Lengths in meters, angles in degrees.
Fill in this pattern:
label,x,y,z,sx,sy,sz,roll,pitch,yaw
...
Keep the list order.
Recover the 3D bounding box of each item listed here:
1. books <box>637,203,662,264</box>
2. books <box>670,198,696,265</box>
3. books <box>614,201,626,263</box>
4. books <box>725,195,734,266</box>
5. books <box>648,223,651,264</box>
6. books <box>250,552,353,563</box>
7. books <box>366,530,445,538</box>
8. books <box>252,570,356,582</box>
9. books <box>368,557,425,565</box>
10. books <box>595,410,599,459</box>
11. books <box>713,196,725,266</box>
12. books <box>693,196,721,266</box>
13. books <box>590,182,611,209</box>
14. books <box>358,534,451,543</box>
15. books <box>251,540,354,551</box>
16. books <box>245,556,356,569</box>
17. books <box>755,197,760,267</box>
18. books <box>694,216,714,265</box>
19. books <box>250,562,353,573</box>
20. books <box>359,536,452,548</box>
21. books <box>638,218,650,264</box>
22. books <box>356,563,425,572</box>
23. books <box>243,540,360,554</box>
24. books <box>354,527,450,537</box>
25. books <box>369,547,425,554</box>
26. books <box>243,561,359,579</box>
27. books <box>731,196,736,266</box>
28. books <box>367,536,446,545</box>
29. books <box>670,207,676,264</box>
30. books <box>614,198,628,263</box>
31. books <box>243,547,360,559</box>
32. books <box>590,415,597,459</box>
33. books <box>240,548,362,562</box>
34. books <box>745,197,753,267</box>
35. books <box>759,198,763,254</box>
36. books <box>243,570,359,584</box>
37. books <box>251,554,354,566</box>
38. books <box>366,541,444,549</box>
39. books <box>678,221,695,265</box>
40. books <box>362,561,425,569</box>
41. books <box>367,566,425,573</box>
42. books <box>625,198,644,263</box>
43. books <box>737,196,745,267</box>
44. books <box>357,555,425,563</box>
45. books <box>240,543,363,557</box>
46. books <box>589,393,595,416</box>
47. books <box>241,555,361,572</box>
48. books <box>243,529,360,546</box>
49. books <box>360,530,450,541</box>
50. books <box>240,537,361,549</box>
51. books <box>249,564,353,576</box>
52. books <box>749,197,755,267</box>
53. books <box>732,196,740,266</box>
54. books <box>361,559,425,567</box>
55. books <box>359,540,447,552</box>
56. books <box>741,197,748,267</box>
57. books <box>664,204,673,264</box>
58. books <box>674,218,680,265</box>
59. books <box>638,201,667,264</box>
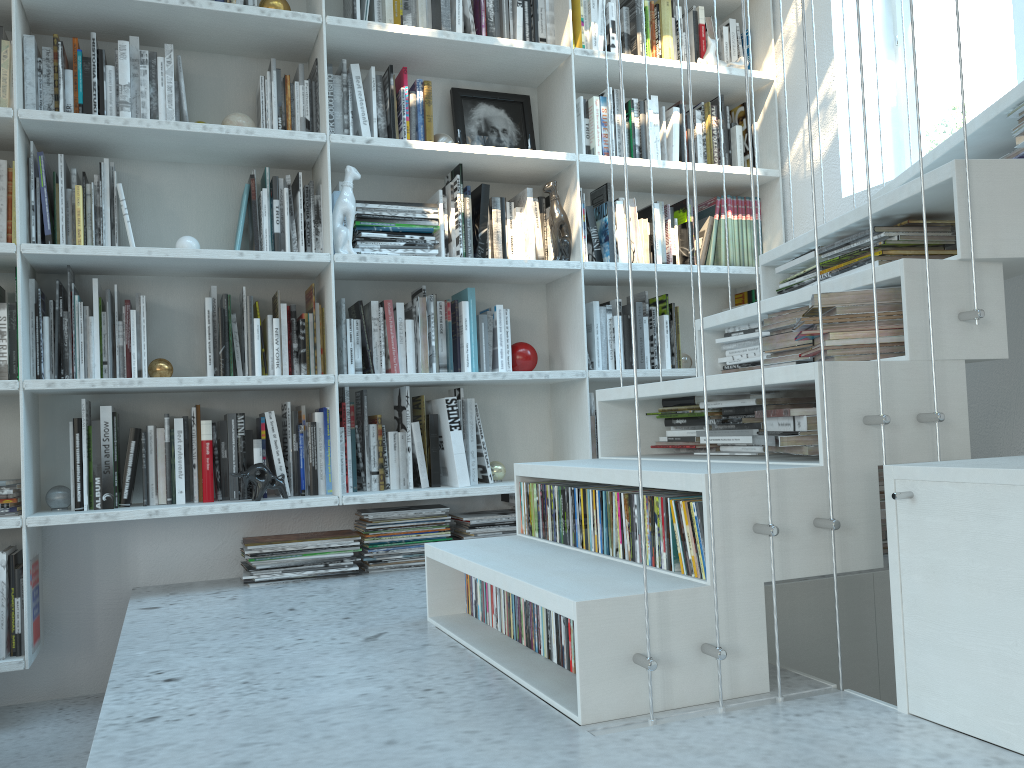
label,x,y,z,sx,sy,sz,roll,pitch,yaw
books,0.500,-0.531,3.314,0.022,0.247,0.181,-2,-3,-21
books,0.637,-0.549,3.380,0.026,0.277,0.170,-2,-3,-21
books,0.358,-0.527,3.254,0.026,0.245,0.181,-2,-3,-21
books,0.794,-0.562,3.416,0.018,0.293,0.169,-2,-3,-21
books,0.472,-0.498,3.319,0.030,0.184,0.137,-2,-3,-21
books,-0.668,0.539,2.810,0.308,0.008,0.195,-2,-3,-16
books,-0.367,0.491,2.942,0.254,0.006,0.161,-1,-3,-21
books,-0.671,0.592,2.809,0.308,0.008,0.195,-1,-3,-25
books,-0.361,0.573,2.937,0.254,0.007,0.161,-1,-3,-20
books,0.278,0.209,3.100,0.014,0.233,0.183,-2,-3,-21
books,0.767,-0.560,3.420,0.033,0.294,0.169,-2,-3,-21
books,0.732,-0.557,3.407,0.072,0.291,0.169,-2,-3,-21
books,0.332,-0.564,3.267,0.012,0.322,0.141,-2,-3,-21
books,-0.363,0.504,2.941,0.285,0.007,0.159,-1,-3,-20
books,-0.673,0.503,2.819,0.308,0.008,0.195,-1,-3,-19
books,-0.670,0.555,2.809,0.308,0.008,0.195,-1,-3,-26
books,0.912,-0.564,3.465,0.018,0.293,0.169,-2,-3,-21
books,0.696,-0.517,3.389,0.088,0.217,0.167,-2,-3,-21
books,-0.674,0.570,2.815,0.308,0.008,0.195,-1,-3,-19
books,-0.359,0.518,2.931,0.285,0.007,0.159,-1,-3,-26
books,0.455,-0.501,3.290,0.023,0.189,0.169,-2,-3,-21
books,-0.362,0.594,2.939,0.285,0.007,0.159,-1,-3,-21
books,-0.672,0.510,2.819,0.345,0.007,0.193,-1,-3,-19
books,-0.366,0.486,2.938,0.285,0.005,0.159,-1,-3,-23
books,-0.359,0.538,2.933,0.254,0.007,0.161,-1,-3,-25
books,-0.670,0.585,2.806,0.345,0.007,0.193,-2,-3,-16
books,0.806,-0.561,3.436,0.018,0.293,0.169,-2,-3,-21
books,-0.363,0.511,2.940,0.254,0.007,0.161,-1,-3,-20
books,0.574,-0.532,3.366,0.025,0.248,0.134,-2,-3,-21
books,0.376,-0.537,3.274,0.022,0.265,0.157,-2,-3,-21
books,-0.672,0.525,2.818,0.345,0.007,0.193,-1,-3,-19
books,0.245,0.219,3.093,0.031,0.214,0.165,-2,-3,-21
books,-0.670,0.532,2.815,0.345,0.007,0.193,-1,-3,-24
books,0.876,-0.563,3.457,0.018,0.293,0.169,-2,-3,-21
books,0.925,-0.564,3.482,0.018,0.293,0.169,-2,-3,-21
books,-0.671,0.600,2.808,0.345,0.007,0.193,-2,-3,-17
books,-0.675,0.548,2.821,0.308,0.008,0.195,-1,-3,-21
books,-0.362,0.525,2.939,0.254,0.007,0.161,-1,-3,-20
books,0.625,-0.502,3.344,0.024,0.181,0.191,-2,-3,-21
books,-0.359,0.586,2.930,0.254,0.007,0.161,-2,-3,-17
books,-0.359,0.600,2.932,0.254,0.007,0.161,-1,-3,-18
books,0.417,-0.537,3.277,0.056,0.261,0.176,-2,-3,-21
books,0.842,-0.562,3.445,0.018,0.293,0.169,-2,-3,-21
books,-0.359,0.566,2.931,0.285,0.007,0.159,-1,-3,-25
books,-0.669,0.517,2.810,0.345,0.007,0.193,-1,-3,-26
books,0.258,0.181,3.115,0.011,0.293,0.144,-2,-3,-21
books,-0.673,0.563,2.816,0.345,0.007,0.193,-1,-3,-23
books,-0.673,0.488,2.819,0.345,0.007,0.193,-1,-3,-19
books,-0.364,0.498,2.943,0.285,0.007,0.159,-1,-3,-21
books,-0.673,0.495,2.819,0.345,0.007,0.193,-1,-3,-23
books,-0.672,0.577,2.809,0.308,0.008,0.195,-2,-3,-17
books,0.891,-0.563,3.469,0.018,0.293,0.169,-2,-3,-21
books,0.823,-0.562,3.442,0.018,0.293,0.169,-2,-3,-21
books,-0.362,0.580,2.939,0.254,0.007,0.161,-1,-3,-21
books,-0.359,0.531,2.933,0.285,0.007,0.159,-1,-3,-25
books,0.857,-0.562,3.455,0.018,0.293,0.169,-2,-3,-21
books,0.558,-0.535,3.356,0.012,0.254,0.161,-2,-3,-21
books,0.593,-0.512,3.375,0.014,0.207,0.138,-2,-3,-21
books,0.520,-0.537,3.333,0.029,0.259,0.171,-2,-3,-21
